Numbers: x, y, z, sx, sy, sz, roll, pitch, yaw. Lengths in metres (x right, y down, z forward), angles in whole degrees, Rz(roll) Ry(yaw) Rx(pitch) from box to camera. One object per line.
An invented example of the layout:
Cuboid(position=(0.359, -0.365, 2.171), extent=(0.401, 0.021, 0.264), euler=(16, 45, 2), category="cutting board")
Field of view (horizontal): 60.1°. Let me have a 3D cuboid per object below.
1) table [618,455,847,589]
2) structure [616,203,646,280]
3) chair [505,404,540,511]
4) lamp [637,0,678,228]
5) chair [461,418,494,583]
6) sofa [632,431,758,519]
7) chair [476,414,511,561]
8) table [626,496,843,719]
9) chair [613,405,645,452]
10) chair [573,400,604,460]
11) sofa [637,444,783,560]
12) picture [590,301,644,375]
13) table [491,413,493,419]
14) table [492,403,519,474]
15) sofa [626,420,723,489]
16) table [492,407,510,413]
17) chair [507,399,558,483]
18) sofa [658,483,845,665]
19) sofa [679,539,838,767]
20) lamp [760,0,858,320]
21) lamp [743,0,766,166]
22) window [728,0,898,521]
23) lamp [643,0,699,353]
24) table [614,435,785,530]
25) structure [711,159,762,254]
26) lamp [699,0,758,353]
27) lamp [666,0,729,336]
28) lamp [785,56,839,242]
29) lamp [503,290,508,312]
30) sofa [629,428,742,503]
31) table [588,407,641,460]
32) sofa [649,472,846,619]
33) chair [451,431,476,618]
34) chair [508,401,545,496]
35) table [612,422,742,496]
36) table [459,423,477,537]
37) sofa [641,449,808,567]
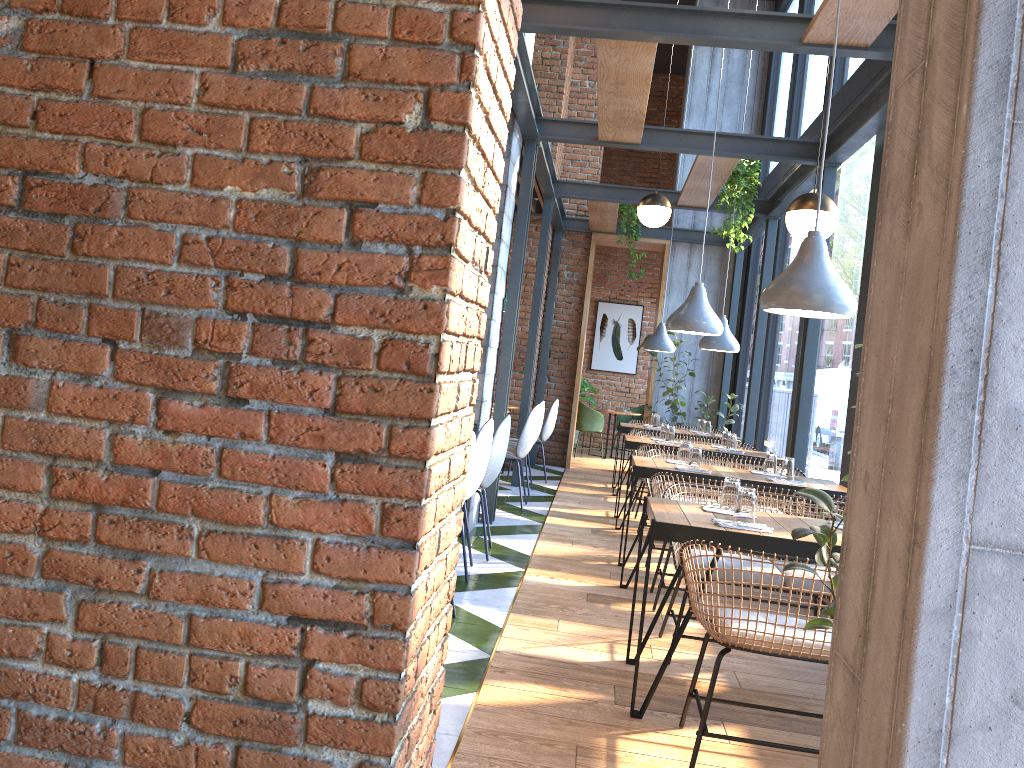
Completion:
Cuboid(position=(1.320, 0.889, 5.337), extent=(1.272, 0.707, 0.657), euler=(7, 0, 6), category="table")
Cuboid(position=(1.368, -1.733, 10.571), extent=(0.513, 0.970, 0.664), euler=(7, -1, -2), category="structure")
Cuboid(position=(-0.055, 0.586, 7.548), extent=(0.508, 0.888, 0.417), euler=(7, -1, 7), category="chair")
Cuboid(position=(1.325, -3.119, 7.031), extent=(0.267, 3.798, 0.269), euler=(8, -2, -41), category="lamp")
Cuboid(position=(-0.400, 0.606, 5.004), extent=(0.508, 0.888, 0.418), euler=(7, -1, 2), category="chair")
Cuboid(position=(1.572, 0.846, 7.796), extent=(1.092, 0.734, 0.470), euler=(7, -1, 6), category="sofa")
Cuboid(position=(-0.303, 0.604, 5.570), extent=(0.508, 0.888, 0.418), euler=(7, -1, 3), category="chair")
Cuboid(position=(1.125, 0.912, 3.426), extent=(1.272, 0.707, 0.657), euler=(7, 0, 6), category="table")
Cuboid(position=(1.863, 0.708, 13.165), extent=(0.513, 0.819, 0.640), euler=(7, -1, -35), category="chair")
Cuboid(position=(0.989, 0.620, 12.631), extent=(0.513, 0.819, 0.640), euler=(7, 0, -30), category="chair")
Cuboid(position=(1.458, 0.860, 6.673), extent=(1.092, 0.734, 0.470), euler=(7, -1, 6), category="sofa")
Cuboid(position=(1.640, -0.722, 13.834), extent=(0.726, 1.096, 0.022), euler=(7, -1, 6), category="picture")
Cuboid(position=(-0.504, 0.602, 7.621), extent=(0.700, 0.748, 0.698), euler=(7, 0, 16), category="table")
Cuboid(position=(-0.310, 0.579, 9.515), extent=(0.697, 0.748, 0.701), euler=(7, 0, -38), category="table")
Cuboid(position=(1.771, 0.823, 9.742), extent=(1.092, 0.734, 0.470), euler=(7, -1, 6), category="sofa")
Cuboid(position=(-0.413, 0.592, 8.507), extent=(0.697, 0.748, 0.701), euler=(7, 0, -42), category="table")
Cuboid(position=(0.201, 0.569, 9.461), extent=(0.508, 0.888, 0.418), euler=(7, -1, 2), category="chair")
Cuboid(position=(1.183, 0.892, 3.985), extent=(1.092, 0.734, 0.470), euler=(7, -1, 6), category="sofa")
Cuboid(position=(1.069, 0.906, 2.863), extent=(1.092, 0.734, 0.470), euler=(7, -1, 6), category="sofa")
Cuboid(position=(1.373, -2.496, 3.405), extent=(0.353, 4.495, 0.351), euler=(5, -2, 41), category="lamp")
Cuboid(position=(2.604, -4.098, 9.028), extent=(0.267, 3.798, 0.268), euler=(7, -2, -26), category="lamp")
Cuboid(position=(2.533, -1.865, 6.485), extent=(0.127, 5.603, 8.713), euler=(6, 1, 6), category="window")
Cuboid(position=(1.872, -2.591, 9.790), extent=(0.353, 4.495, 0.352), euler=(6, -1, 11), category="lamp")
Cuboid(position=(1.514, 0.866, 7.235), extent=(1.272, 0.707, 0.657), euler=(7, 0, 6), category="table")
Cuboid(position=(1.910, -1.635, 7.816), extent=(0.529, 0.925, 0.939), euler=(6, 0, 12), category="structure")
Cuboid(position=(2.063, -2.521, 7.784), extent=(0.353, 4.495, 0.352), euler=(6, -1, 22), category="lamp")
Cuboid(position=(1.382, -2.546, 5.534), extent=(0.352, 4.495, 0.353), euler=(7, -2, -32), category="lamp")
Cuboid(position=(1.799, -2.635, 4.757), extent=(0.267, 3.798, 0.268), euler=(7, -2, -26), category="lamp")
Cuboid(position=(-0.035, -1.794, 9.573), extent=(0.224, 2.024, 0.223), euler=(6, -1, 9), category="lamp")
Cuboid(position=(1.657, 0.836, 8.619), extent=(1.092, 0.734, 0.470), euler=(7, -1, 6), category="sofa")
Cuboid(position=(1.439, 0.731, 12.905), extent=(0.806, 0.688, 0.808), euler=(7, 0, -11), category="table")
Cuboid(position=(1.264, 0.883, 4.778), extent=(1.092, 0.734, 0.470), euler=(7, -1, 6), category="sofa")
Cuboid(position=(-0.462, 0.624, 3.984), extent=(0.508, 0.888, 0.417), euler=(6, -1, 12), category="chair")
Cuboid(position=(0.018, 0.572, 8.463), extent=(0.508, 0.888, 0.417), euler=(7, -1, 7), category="chair")
Cuboid(position=(1.712, 0.843, 9.173), extent=(1.272, 0.707, 0.657), euler=(7, 0, 6), category="table")
Cuboid(position=(-0.747, 0.633, 4.762), extent=(0.658, 0.766, 2.770), euler=(7, 1, 6), category="table")
Cuboid(position=(1.379, 0.869, 5.900), extent=(1.092, 0.734, 0.470), euler=(7, -1, 6), category="sofa")
